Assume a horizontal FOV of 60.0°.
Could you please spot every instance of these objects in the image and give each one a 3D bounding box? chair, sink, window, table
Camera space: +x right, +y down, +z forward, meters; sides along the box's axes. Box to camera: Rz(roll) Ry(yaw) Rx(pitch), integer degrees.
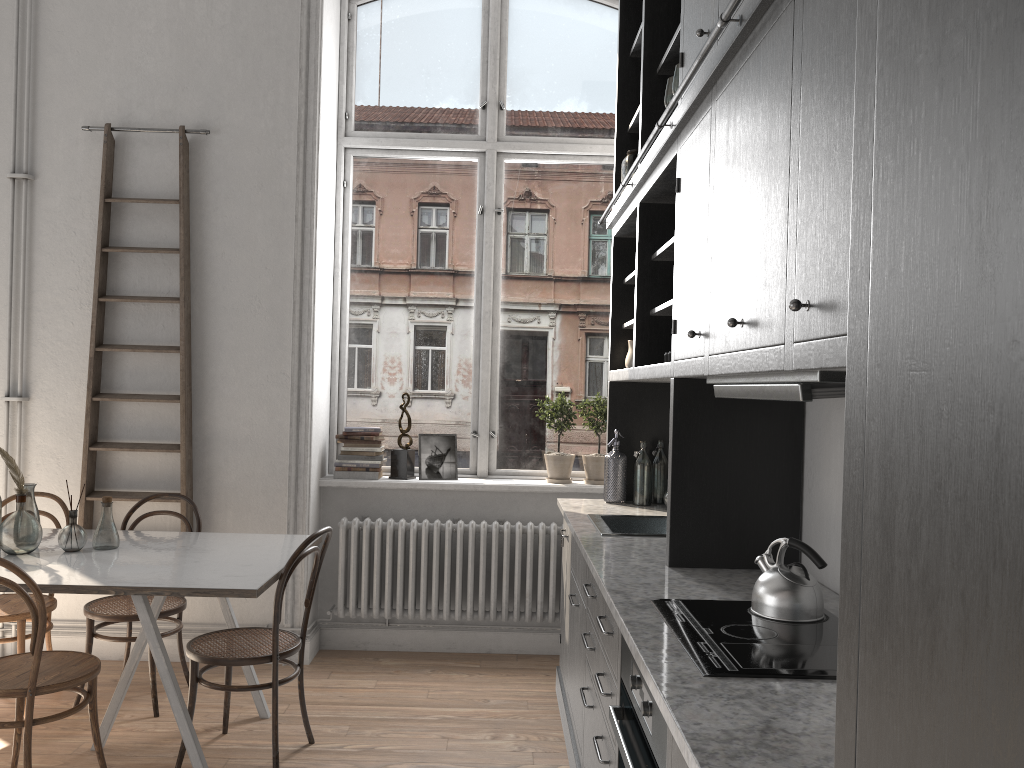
[{"bbox_3d":[-1.717,0.996,4.121,0.438,0.920,0.549,2,0,6],"label":"chair"},{"bbox_3d":[0.581,0.531,3.524,0.514,0.504,0.526,2,0,-1],"label":"sink"},{"bbox_3d":[-1.003,1.013,3.499,0.549,0.920,0.438,2,0,12],"label":"chair"},{"bbox_3d":[-1.697,0.992,3.066,0.438,0.920,0.549,2,0,10],"label":"chair"},{"bbox_3d":[6.237,-5.073,8.257,14.385,15.936,26.397,2,0,-1],"label":"window"},{"bbox_3d":[-1.978,1.056,3.532,2.200,0.780,1.100,2,0,-1],"label":"table"},{"bbox_3d":[-2.288,0.980,4.034,0.438,0.920,0.549,2,0,-3],"label":"chair"}]

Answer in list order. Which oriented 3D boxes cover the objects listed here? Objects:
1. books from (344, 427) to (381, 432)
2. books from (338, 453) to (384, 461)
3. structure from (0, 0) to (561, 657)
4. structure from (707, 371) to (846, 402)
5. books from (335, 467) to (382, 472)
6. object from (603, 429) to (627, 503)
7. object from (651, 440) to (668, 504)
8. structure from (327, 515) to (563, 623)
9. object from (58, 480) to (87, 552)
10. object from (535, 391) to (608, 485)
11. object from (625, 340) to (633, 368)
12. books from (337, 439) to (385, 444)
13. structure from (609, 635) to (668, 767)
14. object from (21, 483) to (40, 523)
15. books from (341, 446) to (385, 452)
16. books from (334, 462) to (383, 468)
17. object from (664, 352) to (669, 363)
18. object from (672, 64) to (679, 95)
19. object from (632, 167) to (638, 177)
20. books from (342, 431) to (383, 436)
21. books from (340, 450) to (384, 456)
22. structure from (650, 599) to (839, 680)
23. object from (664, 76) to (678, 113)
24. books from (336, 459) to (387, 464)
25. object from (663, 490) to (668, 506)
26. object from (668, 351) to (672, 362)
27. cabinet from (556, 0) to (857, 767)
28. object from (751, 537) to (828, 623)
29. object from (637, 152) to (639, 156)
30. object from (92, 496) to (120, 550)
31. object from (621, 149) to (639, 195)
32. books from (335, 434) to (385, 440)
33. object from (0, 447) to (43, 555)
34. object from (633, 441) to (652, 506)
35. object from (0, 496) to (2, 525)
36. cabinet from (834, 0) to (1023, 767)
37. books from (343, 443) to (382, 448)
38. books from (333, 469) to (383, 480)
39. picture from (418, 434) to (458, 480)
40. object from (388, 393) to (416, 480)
[{"bbox_3d":[-0.848,0.257,5.025,0.201,0.024,0.159,2,0,-11],"label":"books"},{"bbox_3d":[-0.852,0.412,5.020,0.245,0.028,0.193,2,0,-6],"label":"books"},{"bbox_3d":[-2.000,-0.786,4.763,5.182,4.474,0.340,2,0,-1],"label":"structure"},{"bbox_3d":[0.717,-0.022,1.978,0.379,0.123,0.843,2,0,-1],"label":"structure"},{"bbox_3d":[-0.862,0.475,5.004,0.249,0.023,0.175,2,0,-5],"label":"books"},{"bbox_3d":[0.495,0.389,4.232,0.109,0.349,0.109,1,0,-20],"label":"object"},{"bbox_3d":[0.709,0.421,4.249,0.086,0.301,0.086,2,0,14],"label":"object"},{"bbox_3d":[-0.206,1.018,4.871,1.577,0.552,0.194,2,0,-1],"label":"structure"},{"bbox_3d":[-1.764,0.530,3.566,0.107,0.283,0.107,2,0,-6],"label":"object"},{"bbox_3d":[0.370,0.301,5.040,0.500,0.524,0.234,2,0,-11],"label":"object"},{"bbox_3d":[0.598,-0.133,4.186,0.127,0.144,0.115,2,0,-22],"label":"object"},{"bbox_3d":[-0.850,0.321,5.016,0.244,0.019,0.174,2,0,-1],"label":"books"},{"bbox_3d":[0.553,0.952,1.973,0.618,0.623,0.622,2,0,-1],"label":"structure"},{"bbox_3d":[-1.992,0.538,3.645,0.098,0.255,0.100,1,0,-24],"label":"object"},{"bbox_3d":[-0.842,0.364,5.021,0.222,0.024,0.158,2,0,-1],"label":"books"},{"bbox_3d":[-0.861,0.452,5.004,0.249,0.023,0.175,2,0,0],"label":"books"},{"bbox_3d":[0.593,-0.094,3.197,0.088,0.059,0.104,2,0,-12],"label":"object"},{"bbox_3d":[0.588,-0.977,3.029,0.083,0.221,0.083,1,0,-44],"label":"object"},{"bbox_3d":[0.605,-0.939,4.056,0.114,0.155,0.114,2,0,3],"label":"object"},{"bbox_3d":[-0.843,0.278,5.016,0.205,0.020,0.155,2,0,-1],"label":"books"},{"bbox_3d":[-0.846,0.387,5.016,0.205,0.022,0.155,2,0,13],"label":"books"},{"bbox_3d":[0.571,0.557,1.973,0.427,0.011,0.592,2,0,-1],"label":"structure"},{"bbox_3d":[0.584,-0.976,3.161,0.083,0.221,0.083,2,0,31],"label":"object"},{"bbox_3d":[-0.851,0.433,5.019,0.255,0.014,0.192,2,0,2],"label":"books"},{"bbox_3d":[0.754,0.460,4.017,0.132,0.219,0.120,2,0,-1],"label":"object"},{"bbox_3d":[0.587,-0.095,3.085,0.088,0.059,0.104,2,0,-22],"label":"object"},{"bbox_3d":[0.584,-0.278,2.756,0.635,3.583,3.250,2,0,-1],"label":"cabinet"},{"bbox_3d":[0.668,0.463,2.144,0.171,0.186,0.171,2,0,10],"label":"object"},{"bbox_3d":[0.585,-1.042,3.639,0.134,0.357,0.134,2,0,44],"label":"object"},{"bbox_3d":[-1.666,0.569,3.643,0.101,0.212,0.101,2,0,39],"label":"object"},{"bbox_3d":[0.584,-0.980,4.198,0.118,0.238,0.118,2,0,-15],"label":"object"},{"bbox_3d":[-0.857,0.300,5.016,0.231,0.023,0.162,1,0,15],"label":"books"},{"bbox_3d":[-1.929,0.444,3.485,0.156,0.446,0.157,2,0,17],"label":"object"},{"bbox_3d":[0.614,0.419,4.169,0.086,0.301,0.086,2,0,-15],"label":"object"},{"bbox_3d":[-2.104,0.512,3.571,0.086,0.301,0.086,2,0,-15],"label":"object"},{"bbox_3d":[0.603,0.317,0.180,0.633,2.371,1.401,2,0,-1],"label":"cabinet"},{"bbox_3d":[-0.845,0.342,5.015,0.205,0.022,0.155,2,0,-6],"label":"books"},{"bbox_3d":[-0.865,0.507,5.005,0.248,0.043,0.192,2,0,-1],"label":"books"},{"bbox_3d":[-0.431,0.416,5.068,0.221,0.264,0.149,2,0,-17],"label":"picture"},{"bbox_3d":[-0.615,0.292,5.023,0.122,0.488,0.102,2,0,24],"label":"object"}]
